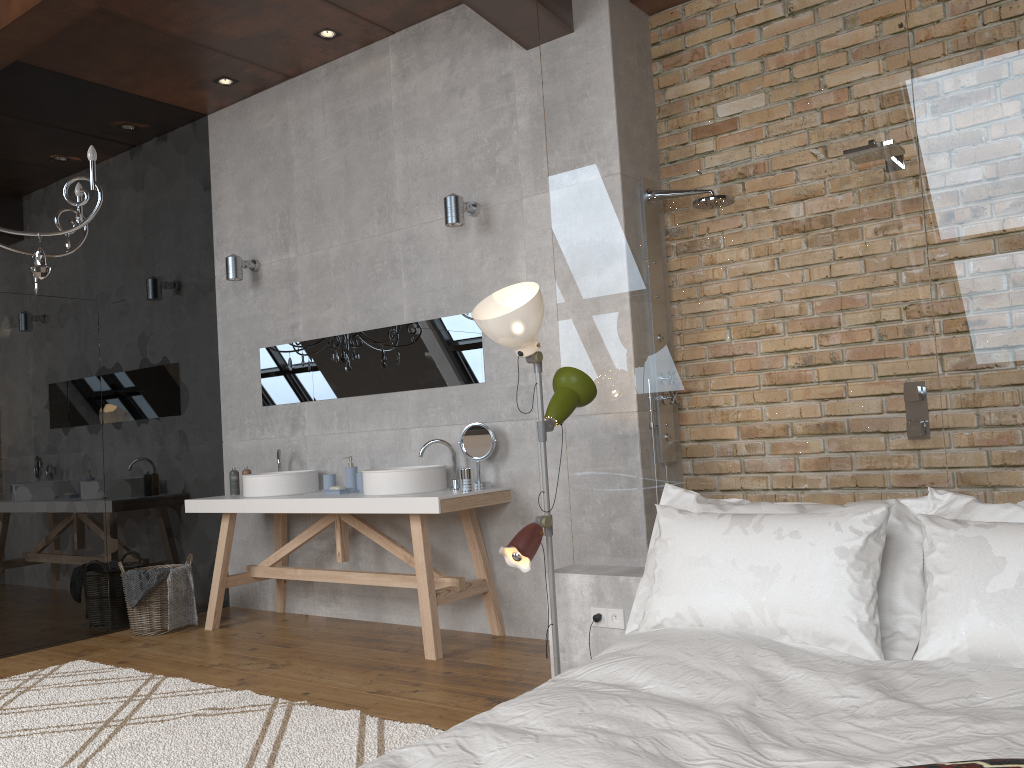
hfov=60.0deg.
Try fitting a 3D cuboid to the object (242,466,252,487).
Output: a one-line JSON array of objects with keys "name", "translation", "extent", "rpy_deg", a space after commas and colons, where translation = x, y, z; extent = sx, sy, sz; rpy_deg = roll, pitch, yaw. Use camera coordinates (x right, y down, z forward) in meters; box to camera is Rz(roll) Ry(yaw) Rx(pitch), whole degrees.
[{"name": "object", "translation": [-1.654, 0.601, 5.535], "extent": [0.058, 0.172, 0.058], "rpy_deg": [-5, -3, 22]}]

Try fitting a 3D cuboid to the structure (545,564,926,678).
[{"name": "structure", "translation": [1.335, 0.856, 2.656], "extent": [2.820, 0.494, 0.206], "rpy_deg": [-6, -4, 36]}]

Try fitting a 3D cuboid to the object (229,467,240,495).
[{"name": "object", "translation": [-1.720, 0.603, 5.498], "extent": [0.058, 0.172, 0.058], "rpy_deg": [-4, -3, 15]}]

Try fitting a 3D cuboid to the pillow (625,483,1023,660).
[{"name": "pillow", "translation": [1.152, 0.535, 2.500], "extent": [1.746, 0.517, 0.358], "rpy_deg": [-6, -4, 35]}]

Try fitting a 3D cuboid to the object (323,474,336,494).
[{"name": "object", "translation": [-1.028, 0.564, 5.008], "extent": [0.075, 0.108, 0.075], "rpy_deg": [-3, -3, -18]}]

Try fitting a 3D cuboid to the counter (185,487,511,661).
[{"name": "counter", "translation": [-0.937, 0.991, 4.930], "extent": [2.011, 0.765, 0.630], "rpy_deg": [-6, -4, 36]}]

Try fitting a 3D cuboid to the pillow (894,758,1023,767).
[{"name": "pillow", "translation": [0.527, 0.619, 1.154], "extent": [0.748, 0.157, 0.453], "rpy_deg": [-3, -3, -4]}]

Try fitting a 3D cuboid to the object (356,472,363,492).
[{"name": "object", "translation": [-0.834, 0.549, 4.960], "extent": [0.075, 0.108, 0.075], "rpy_deg": [-2, -4, -33]}]

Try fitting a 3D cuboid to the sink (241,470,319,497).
[{"name": "sink", "translation": [-1.368, 0.588, 5.252], "extent": [0.445, 0.128, 0.442], "rpy_deg": [-5, -3, 18]}]

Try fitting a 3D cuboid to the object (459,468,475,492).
[{"name": "object", "translation": [-0.223, 0.475, 4.389], "extent": [0.073, 0.111, 0.073], "rpy_deg": [-5, -4, 28]}]

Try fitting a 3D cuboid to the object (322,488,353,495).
[{"name": "object", "translation": [-0.962, 0.593, 4.898], "extent": [0.147, 0.031, 0.100], "rpy_deg": [-6, -4, 38]}]

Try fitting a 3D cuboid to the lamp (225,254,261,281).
[{"name": "lamp", "translation": [-1.732, -0.747, 5.718], "extent": [0.101, 0.168, 0.243], "rpy_deg": [-6, -4, 36]}]

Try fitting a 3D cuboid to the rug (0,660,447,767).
[{"name": "rug", "translation": [-1.490, 1.290, 2.970], "extent": [3.139, 0.019, 1.726], "rpy_deg": [-6, -4, 36]}]

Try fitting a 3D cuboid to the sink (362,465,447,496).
[{"name": "sink", "translation": [-0.563, 0.504, 4.658], "extent": [0.442, 0.128, 0.445], "rpy_deg": [-4, -3, 0]}]

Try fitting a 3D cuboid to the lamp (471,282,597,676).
[{"name": "lamp", "translation": [0.113, 0.420, 3.245], "extent": [0.270, 1.582, 0.561], "rpy_deg": [-6, -4, 33]}]

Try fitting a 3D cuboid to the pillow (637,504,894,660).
[{"name": "pillow", "translation": [0.725, 0.561, 2.607], "extent": [0.744, 0.397, 0.276], "rpy_deg": [-6, -4, 36]}]

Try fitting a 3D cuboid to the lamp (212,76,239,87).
[{"name": "lamp", "translation": [-1.808, -1.918, 5.595], "extent": [0.115, 0.027, 0.113], "rpy_deg": [-6, -4, 36]}]

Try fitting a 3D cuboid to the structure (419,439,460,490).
[{"name": "structure", "translation": [-0.353, 0.421, 4.665], "extent": [0.242, 0.268, 0.141], "rpy_deg": [-6, -4, 31]}]

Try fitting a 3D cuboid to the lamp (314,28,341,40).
[{"name": "lamp", "translation": [-1.047, -1.997, 5.034], "extent": [0.115, 0.027, 0.113], "rpy_deg": [-6, -4, 36]}]

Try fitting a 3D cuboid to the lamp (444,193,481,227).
[{"name": "lamp", "translation": [-0.257, -0.901, 4.631], "extent": [0.101, 0.168, 0.243], "rpy_deg": [-6, -4, 36]}]

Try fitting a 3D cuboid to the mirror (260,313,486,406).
[{"name": "mirror", "translation": [-0.890, -0.120, 5.216], "extent": [1.838, 0.377, 0.007], "rpy_deg": [-6, -4, 36]}]

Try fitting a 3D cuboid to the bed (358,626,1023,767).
[{"name": "bed", "translation": [0.733, 0.862, 1.623], "extent": [2.300, 0.442, 2.169], "rpy_deg": [-6, -4, 36]}]

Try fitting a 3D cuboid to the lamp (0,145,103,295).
[{"name": "lamp", "translation": [-2.450, -1.186, 3.531], "extent": [1.409, 1.594, 1.409], "rpy_deg": [-2, -4, -31]}]

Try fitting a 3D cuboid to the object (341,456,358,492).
[{"name": "object", "translation": [-0.911, 0.511, 5.032], "extent": [0.076, 0.201, 0.076], "rpy_deg": [-5, -4, 30]}]

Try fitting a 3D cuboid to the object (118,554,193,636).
[{"name": "object", "translation": [-2.114, 1.253, 5.286], "extent": [0.393, 0.432, 0.393], "rpy_deg": [-5, -4, 28]}]

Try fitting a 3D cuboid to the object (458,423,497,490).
[{"name": "object", "translation": [-0.174, 0.368, 4.555], "extent": [0.192, 0.338, 0.118], "rpy_deg": [-3, -3, -7]}]

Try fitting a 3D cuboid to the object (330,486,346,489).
[{"name": "object", "translation": [-0.963, 0.579, 4.898], "extent": [0.084, 0.035, 0.067], "rpy_deg": [-6, -4, 38]}]

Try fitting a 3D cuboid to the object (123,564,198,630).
[{"name": "object", "translation": [-2.108, 1.259, 5.237], "extent": [0.378, 0.361, 0.357], "rpy_deg": [-6, -4, 42]}]

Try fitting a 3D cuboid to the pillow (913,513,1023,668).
[{"name": "pillow", "translation": [1.365, 0.517, 2.138], "extent": [0.748, 0.385, 0.291], "rpy_deg": [-6, -4, 36]}]

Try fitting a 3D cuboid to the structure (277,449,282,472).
[{"name": "structure", "translation": [-1.446, 0.535, 5.470], "extent": [0.242, 0.268, 0.141], "rpy_deg": [-6, -4, 41]}]
